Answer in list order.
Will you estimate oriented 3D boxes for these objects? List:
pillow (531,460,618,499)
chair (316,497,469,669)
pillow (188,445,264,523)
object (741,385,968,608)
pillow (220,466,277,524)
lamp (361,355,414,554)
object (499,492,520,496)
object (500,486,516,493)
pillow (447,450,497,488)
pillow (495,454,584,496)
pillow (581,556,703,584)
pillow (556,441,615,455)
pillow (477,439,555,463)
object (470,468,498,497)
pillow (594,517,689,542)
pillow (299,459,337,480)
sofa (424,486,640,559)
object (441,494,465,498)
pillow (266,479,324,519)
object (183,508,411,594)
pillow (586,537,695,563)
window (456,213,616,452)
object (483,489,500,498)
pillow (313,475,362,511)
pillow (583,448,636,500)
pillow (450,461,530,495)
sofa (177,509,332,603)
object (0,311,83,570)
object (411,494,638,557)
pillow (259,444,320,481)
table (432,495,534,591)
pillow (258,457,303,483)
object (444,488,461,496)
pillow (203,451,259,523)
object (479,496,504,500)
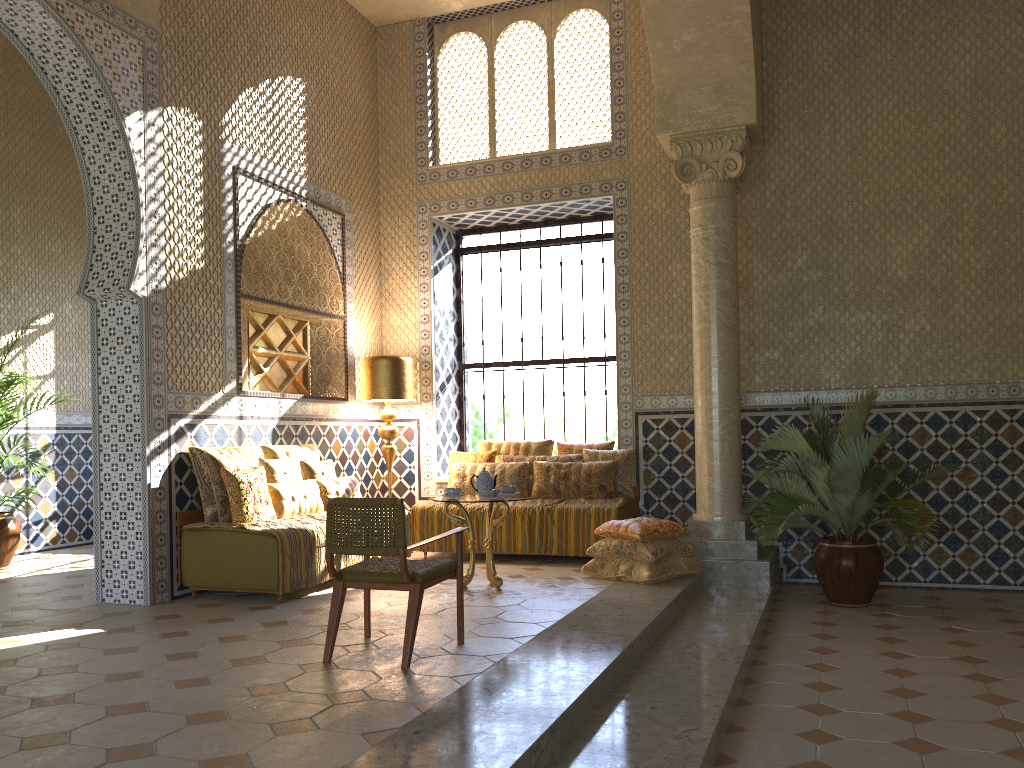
[{"bbox_3d":[0.819,1.307,11.884,1.192,0.546,0.329,-2,-1,20],"label":"pillow"},{"bbox_3d":[-0.936,1.448,6.813,0.951,1.209,0.907,-2,-2,20],"label":"chair"},{"bbox_3d":[-3.093,1.105,9.925,0.422,0.831,1.193,-2,-2,20],"label":"pillow"},{"bbox_3d":[3.928,1.278,10.097,2.642,2.501,2.166,-1,-2,7],"label":"object"},{"bbox_3d":[-2.782,1.204,9.421,0.345,0.651,0.685,-2,-2,20],"label":"pillow"},{"bbox_3d":[-1.760,1.023,12.692,0.736,2.812,0.737,-1,-1,-11],"label":"lamp"},{"bbox_3d":[-0.041,1.226,9.865,0.256,0.032,0.256,-1,-3,-1],"label":"object"},{"bbox_3d":[-0.042,1.188,9.865,0.183,0.100,0.183,-2,-3,9],"label":"object"},{"bbox_3d":[-0.591,1.297,12.654,0.741,0.693,0.341,-2,-1,21],"label":"pillow"},{"bbox_3d":[0.350,1.286,12.289,1.342,0.615,0.370,-2,-1,20],"label":"pillow"},{"bbox_3d":[1.503,2.103,10.201,1.043,0.368,0.992,2,-4,-45],"label":"pillow"},{"bbox_3d":[1.003,1.200,12.366,0.856,0.800,0.393,-2,-1,21],"label":"pillow"},{"bbox_3d":[0.009,1.209,12.667,1.193,0.832,0.422,-2,-1,20],"label":"pillow"},{"bbox_3d":[-0.300,1.071,9.625,0.273,0.323,0.199,-1,-1,9],"label":"object"},{"bbox_3d":[1.486,1.692,10.188,0.748,0.310,0.805,1,-4,-36],"label":"pillow"},{"bbox_3d":[-2.376,1.267,11.071,0.313,0.637,0.682,-2,-2,20],"label":"pillow"},{"bbox_3d":[0.221,1.901,12.076,2.851,0.937,1.275,-2,-3,20],"label":"sofa"},{"bbox_3d":[-0.648,1.229,9.712,0.256,0.032,0.256,-1,-3,-1],"label":"object"},{"bbox_3d":[-2.483,1.340,10.164,0.271,0.450,0.983,-2,-3,20],"label":"pillow"},{"bbox_3d":[-2.351,1.836,10.300,1.315,0.717,2.889,-2,-3,20],"label":"object"},{"bbox_3d":[1.478,1.902,10.200,0.933,0.347,0.880,-4,-4,40],"label":"pillow"},{"bbox_3d":[-2.292,-0.430,14.425,8.487,3.988,0.574,-2,-1,16],"label":"window"},{"bbox_3d":[-0.214,1.154,9.252,0.183,0.100,0.184,-2,-3,16],"label":"object"},{"bbox_3d":[-2.162,1.387,11.043,0.271,0.450,0.983,-2,-3,20],"label":"pillow"},{"bbox_3d":[1.294,1.216,11.965,0.741,0.693,0.341,-2,-1,21],"label":"pillow"},{"bbox_3d":[-0.332,1.356,12.305,1.192,0.546,0.329,-2,-1,20],"label":"pillow"},{"bbox_3d":[-2.404,1.848,10.332,1.274,0.936,2.853,-2,-3,20],"label":"sofa"},{"bbox_3d":[-7.083,0.707,11.679,2.258,3.551,2.755,-2,-2,24],"label":"object"},{"bbox_3d":[0.162,1.891,12.031,2.887,0.717,1.315,-2,-3,20],"label":"object"},{"bbox_3d":[-2.682,1.165,11.048,0.422,0.831,1.193,-2,-2,20],"label":"pillow"},{"bbox_3d":[-0.304,1.719,9.586,1.100,0.980,1.102,1,-3,-40],"label":"table"},{"bbox_3d":[-2.652,1.196,10.317,0.341,0.693,0.741,-2,-2,20],"label":"pillow"},{"bbox_3d":[-0.649,1.191,9.711,0.183,0.100,0.183,-1,-3,1],"label":"object"},{"bbox_3d":[-2.980,1.127,9.645,0.383,0.780,0.835,-2,-2,20],"label":"pillow"},{"bbox_3d":[-0.214,1.192,9.252,0.256,0.032,0.256,-2,-4,16],"label":"object"}]
